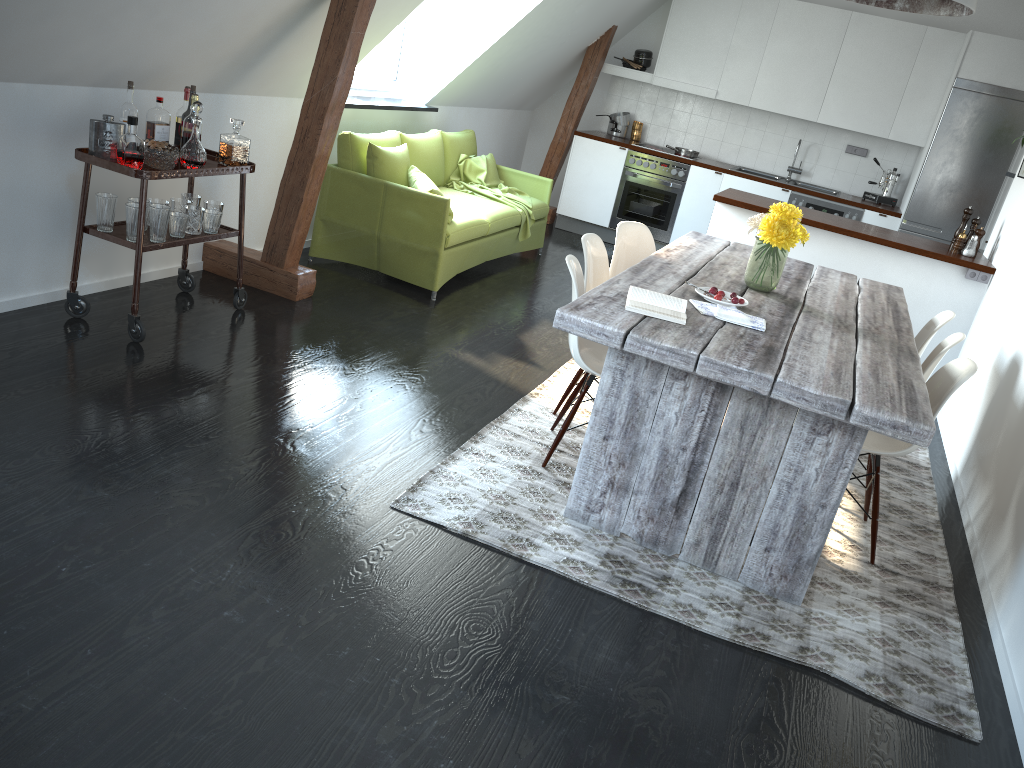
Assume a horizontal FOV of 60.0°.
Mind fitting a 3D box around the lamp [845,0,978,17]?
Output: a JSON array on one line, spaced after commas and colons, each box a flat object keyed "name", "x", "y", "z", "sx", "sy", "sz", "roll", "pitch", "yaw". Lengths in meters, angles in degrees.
[{"name": "lamp", "x": 1.659, "y": -2.711, "z": 2.781, "sx": 0.757, "sy": 2.813, "sz": 0.697, "roll": 5, "pitch": 22, "yaw": -22}]

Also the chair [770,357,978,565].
[{"name": "chair", "x": 1.350, "y": 0.211, "z": 3.414, "sx": 0.542, "sy": 0.801, "sz": 0.465, "roll": 18, "pitch": 21, "yaw": 12}]

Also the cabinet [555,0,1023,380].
[{"name": "cabinet", "x": 2.276, "y": -1.701, "z": 6.778, "sx": 4.208, "sy": 2.369, "sz": 3.033, "roll": 19, "pitch": 21, "yaw": 16}]

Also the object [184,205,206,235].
[{"name": "object", "x": -1.456, "y": -0.748, "z": 4.054, "sx": 0.095, "sy": 0.119, "sz": 0.095, "roll": 5, "pitch": 22, "yaw": -20}]

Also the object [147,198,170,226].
[{"name": "object", "x": -1.609, "y": -0.774, "z": 4.029, "sx": 0.095, "sy": 0.119, "sz": 0.095, "roll": 5, "pitch": 22, "yaw": -20}]

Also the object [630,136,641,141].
[{"name": "object", "x": 1.193, "y": -2.374, "z": 8.583, "sx": 0.100, "sy": 0.036, "sz": 0.100, "roll": 18, "pitch": 21, "yaw": 12}]

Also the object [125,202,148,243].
[{"name": "object", "x": -1.588, "y": -0.678, "z": 3.739, "sx": 0.087, "sy": 0.155, "sz": 0.087, "roll": 9, "pitch": 21, "yaw": -10}]

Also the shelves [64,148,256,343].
[{"name": "shelves", "x": -1.577, "y": -0.670, "z": 4.050, "sx": 0.438, "sy": 0.732, "sz": 0.803, "roll": 18, "pitch": 21, "yaw": 12}]

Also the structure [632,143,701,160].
[{"name": "structure", "x": 1.431, "y": -2.132, "z": 8.194, "sx": 0.574, "sy": 0.041, "sz": 0.504, "roll": 19, "pitch": 21, "yaw": 16}]

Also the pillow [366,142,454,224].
[{"name": "pillow", "x": -0.578, "y": -1.245, "z": 5.479, "sx": 0.600, "sy": 0.387, "sz": 0.475, "roll": 18, "pitch": 21, "yaw": 13}]

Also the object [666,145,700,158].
[{"name": "object", "x": 1.566, "y": -2.167, "z": 8.222, "sx": 0.351, "sy": 0.061, "sz": 0.232, "roll": 10, "pitch": 21, "yaw": -9}]

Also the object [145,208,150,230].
[{"name": "object", "x": -1.649, "y": -0.737, "z": 3.936, "sx": 0.092, "sy": 0.099, "sz": 0.092, "roll": 11, "pitch": 20, "yaw": -5}]

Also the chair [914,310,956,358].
[{"name": "chair", "x": 1.722, "y": -0.046, "z": 4.316, "sx": 0.542, "sy": 0.801, "sz": 0.465, "roll": 19, "pitch": 21, "yaw": 17}]

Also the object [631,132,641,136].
[{"name": "object", "x": 1.198, "y": -2.411, "z": 8.570, "sx": 0.099, "sy": 0.051, "sz": 0.099, "roll": 14, "pitch": 20, "yaw": 3}]

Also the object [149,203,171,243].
[{"name": "object", "x": -1.516, "y": -0.688, "z": 3.808, "sx": 0.087, "sy": 0.155, "sz": 0.087, "roll": 9, "pitch": 21, "yaw": -10}]

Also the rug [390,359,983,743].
[{"name": "rug", "x": 0.924, "y": 0.352, "z": 3.914, "sx": 1.898, "sy": 0.022, "sz": 2.677, "roll": 19, "pitch": 21, "yaw": 16}]

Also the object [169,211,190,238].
[{"name": "object", "x": -1.491, "y": -0.709, "z": 3.959, "sx": 0.092, "sy": 0.099, "sz": 0.092, "roll": 11, "pitch": 20, "yaw": -5}]

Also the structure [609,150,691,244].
[{"name": "structure", "x": 1.356, "y": -1.777, "z": 8.342, "sx": 0.583, "sy": 0.725, "sz": 0.749, "roll": 19, "pitch": 21, "yaw": 16}]

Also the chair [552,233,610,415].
[{"name": "chair", "x": 0.490, "y": -0.220, "z": 4.026, "sx": 0.542, "sy": 0.801, "sz": 0.465, "roll": 19, "pitch": 21, "yaw": 17}]

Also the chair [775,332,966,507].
[{"name": "chair", "x": 1.552, "y": 0.077, "z": 3.892, "sx": 0.542, "sy": 0.801, "sz": 0.465, "roll": 21, "pitch": 22, "yaw": 21}]

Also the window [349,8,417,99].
[{"name": "window", "x": 0.819, "y": -2.185, "z": 1.705, "sx": 5.959, "sy": 4.249, "sz": 8.018, "roll": 19, "pitch": 21, "yaw": 16}]

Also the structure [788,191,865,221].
[{"name": "structure", "x": 2.687, "y": -1.289, "z": 7.858, "sx": 0.612, "sy": 0.725, "sz": 0.582, "roll": 19, "pitch": 21, "yaw": 16}]

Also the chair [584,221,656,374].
[{"name": "chair", "x": 0.699, "y": -0.369, "z": 4.544, "sx": 0.465, "sy": 0.801, "sz": 0.542, "roll": -8, "pitch": 29, "yaw": -43}]

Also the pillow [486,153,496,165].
[{"name": "pillow", "x": -0.223, "y": -1.645, "z": 6.923, "sx": 0.210, "sy": 0.275, "sz": 0.462, "roll": 18, "pitch": 21, "yaw": 14}]

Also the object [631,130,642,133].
[{"name": "object", "x": 1.201, "y": -2.431, "z": 8.565, "sx": 0.099, "sy": 0.043, "sz": 0.100, "roll": 15, "pitch": 20, "yaw": 4}]

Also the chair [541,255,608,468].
[{"name": "chair", "x": 0.386, "y": -0.058, "z": 3.535, "sx": 0.542, "sy": 0.801, "sz": 0.465, "roll": 14, "pitch": 20, "yaw": 3}]

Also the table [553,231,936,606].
[{"name": "table", "x": 1.001, "y": -0.009, "z": 3.800, "sx": 1.141, "sy": 0.788, "sz": 2.421, "roll": 19, "pitch": 21, "yaw": 16}]

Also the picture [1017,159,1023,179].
[{"name": "picture", "x": 3.064, "y": -1.316, "z": 5.274, "sx": 0.023, "sy": 0.182, "sz": 0.250, "roll": 19, "pitch": 21, "yaw": 16}]

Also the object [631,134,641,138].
[{"name": "object", "x": 1.196, "y": -2.395, "z": 8.575, "sx": 0.100, "sy": 0.048, "sz": 0.099, "roll": 27, "pitch": 24, "yaw": 33}]

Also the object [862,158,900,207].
[{"name": "object", "x": 3.257, "y": -1.782, "z": 7.807, "sx": 0.353, "sy": 0.370, "sz": 0.206, "roll": 3, "pitch": 23, "yaw": -25}]

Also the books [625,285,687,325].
[{"name": "books", "x": 0.492, "y": -0.275, "z": 3.011, "sx": 0.202, "sy": 0.042, "sz": 0.251, "roll": 15, "pitch": 20, "yaw": 5}]

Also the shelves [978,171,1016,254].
[{"name": "shelves", "x": 3.457, "y": -1.004, "z": 5.716, "sx": 0.660, "sy": 0.553, "sz": 0.408, "roll": 19, "pitch": 21, "yaw": 16}]

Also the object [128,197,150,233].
[{"name": "object", "x": -1.615, "y": -0.717, "z": 3.825, "sx": 0.087, "sy": 0.155, "sz": 0.087, "roll": 9, "pitch": 21, "yaw": -10}]

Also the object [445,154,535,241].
[{"name": "object", "x": -0.095, "y": -1.443, "z": 6.793, "sx": 0.722, "sy": 0.493, "sz": 0.711, "roll": 17, "pitch": 21, "yaw": 11}]

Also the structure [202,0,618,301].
[{"name": "structure", "x": -1.877, "y": -0.980, "z": 2.952, "sx": 1.023, "sy": 1.963, "sz": 12.350, "roll": 19, "pitch": 21, "yaw": 16}]

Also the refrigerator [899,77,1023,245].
[{"name": "refrigerator", "x": 3.554, "y": -1.452, "z": 7.176, "sx": 0.609, "sy": 1.868, "sz": 0.031, "roll": 19, "pitch": 21, "yaw": 16}]

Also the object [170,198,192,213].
[{"name": "object", "x": -1.547, "y": -0.798, "z": 4.130, "sx": 0.095, "sy": 0.119, "sz": 0.095, "roll": 5, "pitch": 22, "yaw": -20}]

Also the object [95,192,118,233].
[{"name": "object", "x": -1.734, "y": -0.730, "z": 3.786, "sx": 0.087, "sy": 0.155, "sz": 0.087, "roll": 9, "pitch": 21, "yaw": -10}]

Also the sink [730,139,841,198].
[{"name": "sink", "x": 2.483, "y": -1.922, "z": 7.918, "sx": 0.963, "sy": 0.519, "sz": 0.671, "roll": 19, "pitch": 21, "yaw": 16}]
